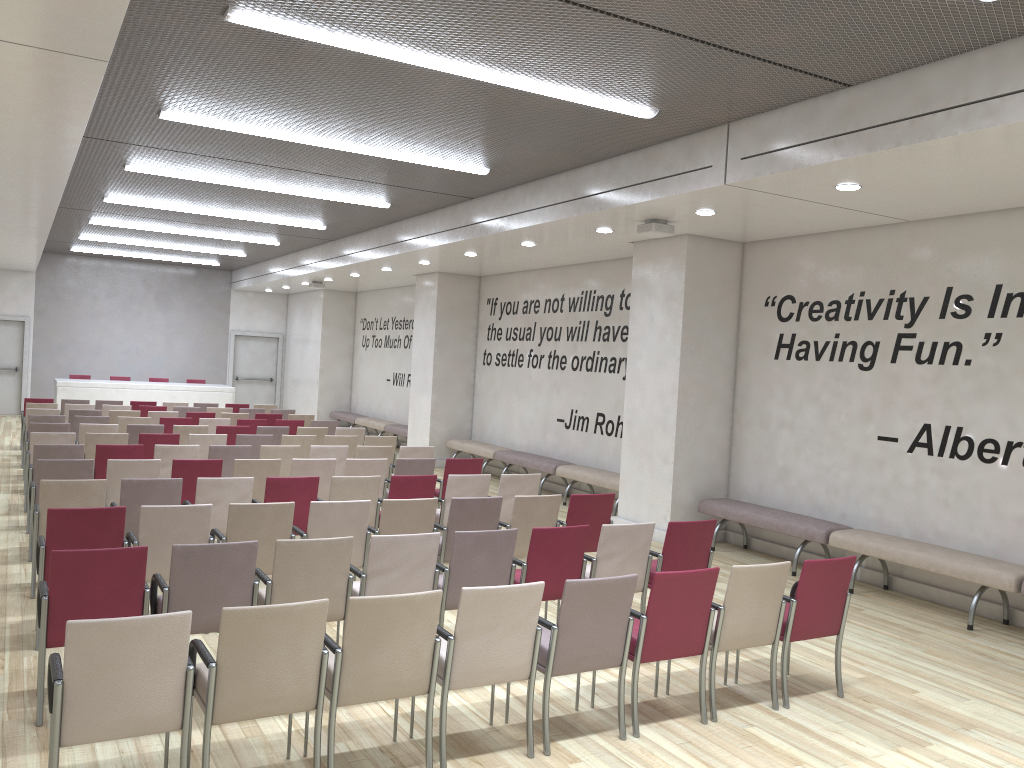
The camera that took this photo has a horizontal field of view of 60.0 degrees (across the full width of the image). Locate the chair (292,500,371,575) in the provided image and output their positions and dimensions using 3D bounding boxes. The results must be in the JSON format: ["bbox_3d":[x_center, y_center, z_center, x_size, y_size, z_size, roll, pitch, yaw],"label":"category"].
[{"bbox_3d":[-1.383,1.264,6.604,0.513,0.890,0.640,3,1,-28],"label":"chair"}]

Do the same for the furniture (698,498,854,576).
[{"bbox_3d":[2.736,1.606,9.403,0.530,0.550,1.833,3,1,-29],"label":"furniture"}]

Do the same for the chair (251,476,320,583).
[{"bbox_3d":[-1.991,1.205,7.684,0.513,0.890,0.640,3,1,-29],"label":"chair"}]

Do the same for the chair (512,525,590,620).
[{"bbox_3d":[0.156,1.363,6.082,0.513,0.890,0.640,3,2,-30],"label":"chair"}]

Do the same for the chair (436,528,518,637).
[{"bbox_3d":[-0.323,1.342,5.808,0.513,0.890,0.640,3,1,-29],"label":"chair"}]

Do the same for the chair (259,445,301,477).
[{"bbox_3d":[-2.727,1.110,10.083,0.513,0.890,0.640,3,1,-30],"label":"chair"}]

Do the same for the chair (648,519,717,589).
[{"bbox_3d":[1.131,1.407,6.614,0.513,0.890,0.640,3,1,-30],"label":"chair"}]

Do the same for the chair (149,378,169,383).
[{"bbox_3d":[-8.415,0.313,21.197,0.513,0.890,0.640,3,1,-30],"label":"chair"}]

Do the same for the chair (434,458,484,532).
[{"bbox_3d":[-0.672,1.233,9.827,0.513,0.890,0.640,3,1,-29],"label":"chair"}]

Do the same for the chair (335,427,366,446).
[{"bbox_3d":[-2.492,1.058,13.043,0.513,0.890,0.640,3,2,-30],"label":"chair"}]

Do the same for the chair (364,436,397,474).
[{"bbox_3d":[-1.895,1.116,11.980,0.513,0.890,0.640,3,1,-30],"label":"chair"}]

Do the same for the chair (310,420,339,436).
[{"bbox_3d":[-3.091,1.001,14.117,0.513,0.890,0.640,3,1,-30],"label":"chair"}]

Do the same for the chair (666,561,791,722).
[{"bbox_3d":[1.252,1.444,5.278,0.513,0.890,0.640,3,1,-29],"label":"chair"}]

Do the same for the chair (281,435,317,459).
[{"bbox_3d":[-2.848,1.073,11.441,0.513,0.890,0.640,3,1,-30],"label":"chair"}]

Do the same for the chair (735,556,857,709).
[{"bbox_3d":[1.733,1.465,5.543,0.513,0.890,0.640,3,1,-30],"label":"chair"}]

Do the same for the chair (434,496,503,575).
[{"bbox_3d":[-0.430,1.306,7.143,0.513,0.890,0.640,3,1,-29],"label":"chair"}]

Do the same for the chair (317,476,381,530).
[{"bbox_3d":[-1.511,1.227,7.950,0.513,0.890,0.640,3,1,-29],"label":"chair"}]

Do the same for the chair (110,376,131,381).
[{"bbox_3d":[-9.162,0.279,20.775,0.513,0.890,0.640,3,1,-30],"label":"chair"}]

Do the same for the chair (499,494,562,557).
[{"bbox_3d":[0.046,1.327,7.427,0.513,0.890,0.640,3,2,-30],"label":"chair"}]

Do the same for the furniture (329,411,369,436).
[{"bbox_3d":[-3.855,0.971,21.129,0.530,0.550,1.833,3,1,-29],"label":"furniture"}]

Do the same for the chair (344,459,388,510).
[{"bbox_3d":[-1.640,1.190,9.288,0.513,0.890,0.640,3,1,-30],"label":"chair"}]

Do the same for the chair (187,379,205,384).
[{"bbox_3d":[-7.669,0.346,21.618,0.513,0.890,0.640,3,1,-30],"label":"chair"}]

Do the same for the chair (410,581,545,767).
[{"bbox_3d":[-0.199,1.379,4.463,0.513,0.890,0.640,3,1,-28],"label":"chair"}]

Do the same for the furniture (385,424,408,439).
[{"bbox_3d":[-2.038,1.146,17.896,0.530,0.550,1.833,3,1,-29],"label":"furniture"}]

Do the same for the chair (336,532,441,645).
[{"bbox_3d":[-0.792,1.321,5.539,0.513,0.890,0.640,3,1,-29],"label":"chair"}]

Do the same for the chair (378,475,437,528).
[{"bbox_3d":[-1.042,1.248,8.221,0.513,0.890,0.640,3,1,-30],"label":"chair"}]

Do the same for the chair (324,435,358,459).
[{"bbox_3d":[-2.366,1.095,11.695,0.513,0.890,0.640,3,2,-30],"label":"chair"}]

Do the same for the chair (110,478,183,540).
[{"bbox_3d":[-2.953,1.162,7.145,0.513,0.890,0.640,3,1,-29],"label":"chair"}]

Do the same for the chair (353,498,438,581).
[{"bbox_3d":[-0.922,1.284,6.876,0.513,0.890,0.640,3,1,-30],"label":"chair"}]

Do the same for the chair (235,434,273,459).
[{"bbox_3d":[-3.321,1.053,11.161,0.513,0.890,0.640,3,1,-29],"label":"chair"}]

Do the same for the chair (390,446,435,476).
[{"bbox_3d":[-1.296,1.174,10.898,0.513,0.890,0.640,3,1,-29],"label":"chair"}]

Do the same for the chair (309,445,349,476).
[{"bbox_3d":[-2.238,1.132,10.370,0.513,0.890,0.640,3,1,-28],"label":"chair"}]

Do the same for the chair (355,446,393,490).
[{"bbox_3d":[-1.769,1.153,10.636,0.513,0.890,0.640,3,1,-29],"label":"chair"}]

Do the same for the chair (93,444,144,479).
[{"bbox_3d":[-4.157,1.046,9.288,0.513,0.890,0.640,3,1,-30],"label":"chair"}]

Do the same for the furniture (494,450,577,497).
[{"bbox_3d":[0.346,1.376,13.654,0.530,0.550,1.833,3,1,-29],"label":"furniture"}]

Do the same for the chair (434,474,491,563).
[{"bbox_3d":[-0.559,1.269,8.495,0.513,0.890,0.640,3,2,-30],"label":"chair"}]

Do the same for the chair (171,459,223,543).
[{"bbox_3d":[-3.071,1.126,8.472,0.513,0.890,0.640,3,1,-29],"label":"chair"}]

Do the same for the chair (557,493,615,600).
[{"bbox_3d":[0.518,1.349,7.687,0.513,0.890,0.640,3,1,-29],"label":"chair"}]

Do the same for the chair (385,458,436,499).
[{"bbox_3d":[-1.167,1.211,9.568,0.513,0.890,0.640,3,1,-29],"label":"chair"}]

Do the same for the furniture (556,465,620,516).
[{"bbox_3d":[1.254,1.463,12.039,0.530,0.550,1.833,3,1,-29],"label":"furniture"}]

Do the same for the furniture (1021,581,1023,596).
[{"bbox_3d":[4.554,1.781,6.170,0.530,0.550,1.833,3,1,-29],"label":"furniture"}]

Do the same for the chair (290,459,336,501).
[{"bbox_3d":[-2.116,1.168,9.032,0.513,0.890,0.640,3,1,-29],"label":"chair"}]

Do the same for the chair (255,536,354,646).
[{"bbox_3d":[-1.271,1.300,5.269,0.513,0.890,0.640,3,1,-29],"label":"chair"}]

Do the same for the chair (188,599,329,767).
[{"bbox_3d":[-1.142,1.337,3.932,0.513,0.890,0.640,3,2,-30],"label":"chair"}]

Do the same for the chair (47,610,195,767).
[{"bbox_3d":[-1.623,1.315,3.655,0.513,0.890,0.640,3,1,-29],"label":"chair"}]

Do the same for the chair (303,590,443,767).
[{"bbox_3d":[-0.675,1.357,4.193,0.513,0.890,0.640,3,1,-29],"label":"chair"}]

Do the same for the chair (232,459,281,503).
[{"bbox_3d":[-2.598,1.147,8.747,0.513,0.890,0.640,3,1,-30],"label":"chair"}]

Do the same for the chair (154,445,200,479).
[{"bbox_3d":[-3.675,1.068,9.564,0.513,0.890,0.640,3,1,-29],"label":"chair"}]

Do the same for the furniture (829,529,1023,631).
[{"bbox_3d":[3.646,1.694,7.784,0.530,0.550,1.833,3,1,-29],"label":"furniture"}]

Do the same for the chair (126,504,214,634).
[{"bbox_3d":[-2.356,1.220,6.066,0.513,0.890,0.640,3,1,-29],"label":"chair"}]

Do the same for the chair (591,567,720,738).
[{"bbox_3d":[0.776,1.422,5.007,0.513,0.890,0.640,3,1,-29],"label":"chair"}]

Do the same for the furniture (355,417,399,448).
[{"bbox_3d":[-2.946,1.058,19.511,0.530,0.550,1.833,3,1,-29],"label":"furniture"}]

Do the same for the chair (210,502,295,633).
[{"bbox_3d":[-1.870,1.242,6.335,0.513,0.890,0.640,3,1,-29],"label":"chair"}]

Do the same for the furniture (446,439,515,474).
[{"bbox_3d":[-0.563,1.288,15.272,0.530,0.550,1.833,3,1,-29],"label":"furniture"}]

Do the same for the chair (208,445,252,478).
[{"bbox_3d":[-3.195,1.089,9.815,0.513,0.890,0.640,3,1,-29],"label":"chair"}]

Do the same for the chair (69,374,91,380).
[{"bbox_3d":[-9.909,0.246,20.354,0.513,0.890,0.640,3,1,-30],"label":"chair"}]

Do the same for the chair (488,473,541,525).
[{"bbox_3d":[-0.077,1.291,8.762,0.513,0.890,0.640,3,1,-30],"label":"chair"}]

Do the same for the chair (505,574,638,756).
[{"bbox_3d":[0.288,1.401,4.728,0.513,0.890,0.640,3,2,-30],"label":"chair"}]

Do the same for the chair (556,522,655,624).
[{"bbox_3d":[0.640,1.385,6.342,0.513,0.890,0.640,3,1,-29],"label":"chair"}]

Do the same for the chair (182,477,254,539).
[{"bbox_3d":[-2.473,1.184,7.421,0.513,0.890,0.640,3,1,-29],"label":"chair"}]
